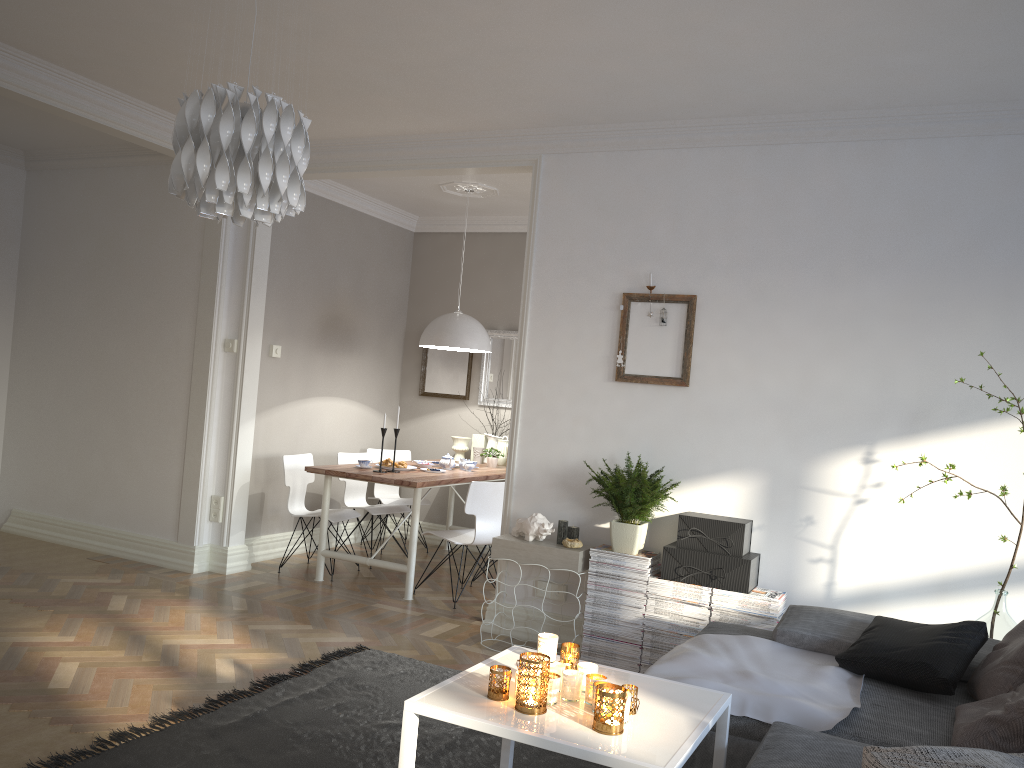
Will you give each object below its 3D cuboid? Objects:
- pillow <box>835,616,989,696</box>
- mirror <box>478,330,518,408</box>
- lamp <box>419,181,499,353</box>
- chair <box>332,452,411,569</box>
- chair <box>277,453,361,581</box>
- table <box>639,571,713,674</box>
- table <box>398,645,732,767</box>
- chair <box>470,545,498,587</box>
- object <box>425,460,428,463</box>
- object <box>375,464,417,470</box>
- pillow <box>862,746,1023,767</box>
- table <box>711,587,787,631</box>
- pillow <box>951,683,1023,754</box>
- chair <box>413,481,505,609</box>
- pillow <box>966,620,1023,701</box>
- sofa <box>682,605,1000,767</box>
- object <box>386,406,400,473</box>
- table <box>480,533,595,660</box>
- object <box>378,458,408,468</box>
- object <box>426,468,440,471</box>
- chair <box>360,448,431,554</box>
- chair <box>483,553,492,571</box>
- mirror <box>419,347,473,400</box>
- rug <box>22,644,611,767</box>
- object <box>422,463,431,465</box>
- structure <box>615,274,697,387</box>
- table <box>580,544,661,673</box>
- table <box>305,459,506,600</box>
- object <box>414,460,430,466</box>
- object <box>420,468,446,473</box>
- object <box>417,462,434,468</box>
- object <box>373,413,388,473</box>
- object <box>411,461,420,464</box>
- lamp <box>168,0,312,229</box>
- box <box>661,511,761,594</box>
[{"bbox_3d":[1.428,0.949,3.172,0.402,0.248,0.421,5,-1,-44],"label":"pillow"},{"bbox_3d":[-0.006,-0.120,7.306,0.543,0.632,0.047,5,0,26],"label":"mirror"},{"bbox_3d":[-0.360,-0.841,6.445,0.530,1.182,0.530,5,0,33],"label":"lamp"},{"bbox_3d":[-1.041,0.927,6.627,0.479,0.786,0.432,5,0,36],"label":"chair"},{"bbox_3d":[-1.315,0.896,6.091,0.479,0.786,0.432,5,0,16],"label":"chair"},{"bbox_3d":[0.824,1.204,4.342,0.327,0.499,0.247,5,0,26],"label":"table"},{"bbox_3d":[0.162,1.123,2.470,0.714,0.504,0.675,5,0,26],"label":"table"},{"bbox_3d":[0.053,1.017,6.103,0.479,0.786,0.432,5,0,31],"label":"chair"},{"bbox_3d":[-0.627,0.566,6.477,0.020,0.003,0.194,5,-1,-7],"label":"object"},{"bbox_3d":[-0.799,0.575,6.118,0.287,0.019,0.287,5,-1,13],"label":"object"},{"bbox_3d":[1.030,0.925,2.003,0.405,0.194,0.404,5,-1,12],"label":"pillow"},{"bbox_3d":[1.106,1.228,4.206,0.327,0.499,0.247,5,0,26],"label":"table"},{"bbox_3d":[1.487,0.929,2.605,0.337,0.311,0.415,5,0,31],"label":"pillow"},{"bbox_3d":[-0.288,0.981,5.650,0.432,0.786,0.479,5,0,-44],"label":"chair"},{"bbox_3d":[1.710,0.923,2.939,0.324,0.403,0.430,5,0,13],"label":"pillow"},{"bbox_3d":[0.978,1.088,2.395,1.554,0.772,2.633,5,-1,26],"label":"sofa"},{"bbox_3d":[-0.768,0.360,5.873,0.095,0.448,0.095,5,0,21],"label":"object"},{"bbox_3d":[0.147,1.111,4.629,0.553,0.575,0.299,5,0,26],"label":"table"},{"bbox_3d":[-0.820,0.547,6.117,0.197,0.063,0.188,5,-1,-4],"label":"object"},{"bbox_3d":[-0.546,0.597,6.131,0.100,0.025,0.066,5,-1,3],"label":"object"},{"bbox_3d":[-0.940,0.943,7.208,0.432,0.786,0.479,5,0,-33],"label":"chair"},{"bbox_3d":[0.097,1.029,6.748,0.479,0.786,0.432,5,0,16],"label":"chair"},{"bbox_3d":[-0.557,-0.159,7.568,0.473,0.557,0.052,5,0,26],"label":"mirror"},{"bbox_3d":[-0.282,1.334,3.108,2.110,0.055,2.016,5,-1,25],"label":"rug"},{"bbox_3d":[-0.619,0.583,6.308,0.085,0.039,0.082,5,-1,-9],"label":"object"},{"bbox_3d":[0.742,-0.286,4.587,0.398,0.574,0.053,5,0,23],"label":"structure"},{"bbox_3d":[0.551,1.133,4.475,0.321,0.596,0.247,5,0,26],"label":"table"},{"bbox_3d":[-0.561,0.986,6.441,0.852,0.750,1.987,5,-1,26],"label":"table"},{"bbox_3d":[-0.657,0.583,6.472,0.129,0.038,0.129,5,-1,31],"label":"object"},{"bbox_3d":[-0.547,0.601,6.142,0.180,0.014,0.180,5,-1,-9],"label":"object"},{"bbox_3d":[-0.617,0.584,6.308,0.129,0.038,0.129,5,-1,26],"label":"object"},{"bbox_3d":[-0.844,0.378,5.792,0.095,0.396,0.095,5,0,21],"label":"object"},{"bbox_3d":[-0.647,0.565,6.271,0.130,0.027,0.028,5,0,-22],"label":"object"},{"bbox_3d":[-0.696,-0.969,2.384,0.355,1.065,0.354,5,0,-22],"label":"lamp"},{"bbox_3d":[0.963,0.807,4.289,0.419,0.316,0.298,5,0,26],"label":"box"}]
